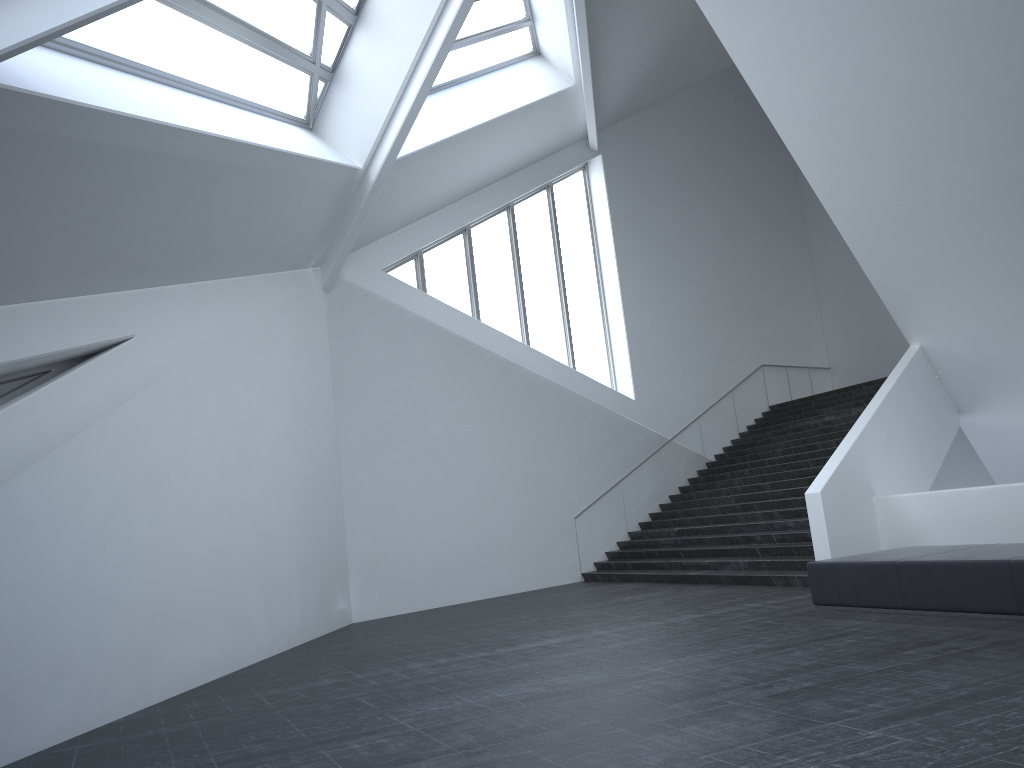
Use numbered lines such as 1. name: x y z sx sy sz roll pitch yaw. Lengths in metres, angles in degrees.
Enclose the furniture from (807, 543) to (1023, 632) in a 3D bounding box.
1. furniture: 4.926 1.568 6.897 1.488 0.580 5.742 -2 -10 -25
